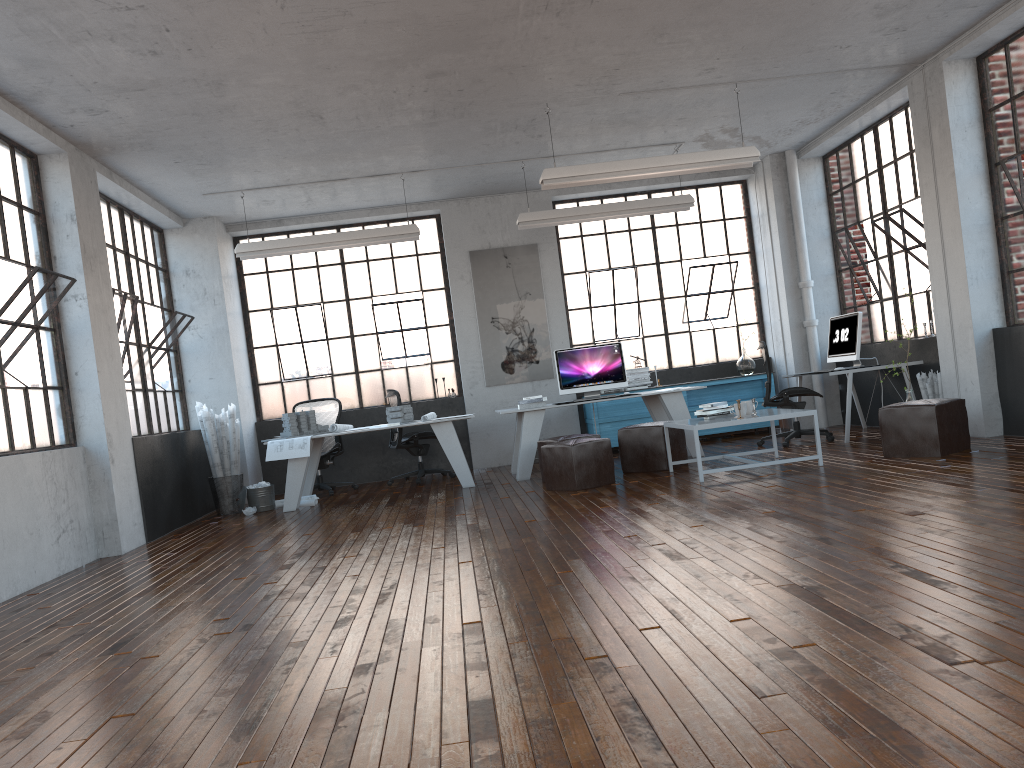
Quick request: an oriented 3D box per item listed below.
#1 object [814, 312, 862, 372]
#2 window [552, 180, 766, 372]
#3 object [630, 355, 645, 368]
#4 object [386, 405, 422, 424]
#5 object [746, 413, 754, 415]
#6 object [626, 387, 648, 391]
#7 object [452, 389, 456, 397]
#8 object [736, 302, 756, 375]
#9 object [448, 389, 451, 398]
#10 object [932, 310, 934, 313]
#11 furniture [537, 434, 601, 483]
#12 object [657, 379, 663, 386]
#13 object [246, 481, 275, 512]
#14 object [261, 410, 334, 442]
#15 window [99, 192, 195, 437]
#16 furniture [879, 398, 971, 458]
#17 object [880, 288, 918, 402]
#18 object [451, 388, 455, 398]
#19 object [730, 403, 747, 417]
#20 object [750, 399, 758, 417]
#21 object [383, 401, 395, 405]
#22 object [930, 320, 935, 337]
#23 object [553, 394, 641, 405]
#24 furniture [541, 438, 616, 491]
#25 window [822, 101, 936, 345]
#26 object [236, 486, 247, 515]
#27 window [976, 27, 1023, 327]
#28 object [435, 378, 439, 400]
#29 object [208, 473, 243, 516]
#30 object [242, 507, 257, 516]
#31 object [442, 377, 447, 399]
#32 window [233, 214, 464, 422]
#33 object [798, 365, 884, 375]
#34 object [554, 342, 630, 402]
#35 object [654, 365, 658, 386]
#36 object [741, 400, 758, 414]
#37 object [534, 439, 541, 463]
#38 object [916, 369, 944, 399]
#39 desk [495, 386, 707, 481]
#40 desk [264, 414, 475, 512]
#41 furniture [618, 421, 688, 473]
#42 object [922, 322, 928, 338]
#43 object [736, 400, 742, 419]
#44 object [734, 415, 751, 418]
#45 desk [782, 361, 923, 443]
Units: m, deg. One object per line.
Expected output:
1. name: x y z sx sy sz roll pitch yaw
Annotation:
1. object: 3.325 -0.420 9.056 0.377 0.553 0.714 -7 0 -3
2. window: 1.869 -1.299 11.195 2.590 2.392 0.669 -7 1 -4
3. object: 1.539 -0.284 10.827 0.092 0.161 0.177 -8 1 -36
4. object: -1.171 0.321 9.272 0.416 0.183 0.388 -7 0 26
5. object: 2.000 0.252 7.486 0.137 0.003 0.137 -7 0 17
6. object: 1.489 0.057 10.633 0.253 0.014 0.187 -7 0 -4
7. object: -0.719 0.116 10.967 0.058 0.102 0.032 -7 1 31
8. object: 2.861 -0.579 10.765 0.231 0.940 0.434 -8 1 -23
9. object: -0.773 0.115 10.946 0.032 0.117 0.058 -8 1 -43
10. object: 4.031 -0.583 8.429 0.084 0.257 0.084 -7 1 18
11. furniture: 0.546 0.695 8.239 0.479 0.439 0.481 -7 0 -25
12. object: 1.786 -0.015 10.773 0.088 0.085 0.088 -7 0 0
13. object: -2.554 1.140 9.017 0.291 0.294 0.290 -7 1 37
14. object: -2.165 0.390 9.137 0.434 0.306 0.734 -7 0 41
15. window: -3.701 -0.609 8.705 0.669 2.392 2.590 -7 0 -4
16. furniture: 3.231 0.354 6.949 0.502 0.461 0.503 -7 0 -37
17. object: 3.292 -0.146 7.454 0.331 1.340 0.617 -7 1 32
18. object: -0.728 0.109 10.892 0.058 0.117 0.032 -7 1 10
19. object: 1.856 0.214 7.248 0.129 0.109 0.100 -7 0 4
20. object: 1.927 0.185 7.053 0.055 0.153 0.055 -8 1 -27
21. object: -1.505 0.205 10.873 0.124 0.100 0.124 -7 0 18
22. object: 4.034 -0.531 8.517 0.066 0.160 0.065 -7 1 27
23. object: 0.861 0.158 9.134 0.848 0.008 0.687 -7 0 -3
24. furniture: 0.568 0.692 7.625 0.470 0.431 0.472 -7 0 -35
25. window: 3.923 -1.572 9.241 0.669 2.392 2.590 -7 0 -4
26. object: -2.721 1.172 8.916 0.107 0.281 0.293 -8 1 -31
27. window: 4.145 -1.620 6.170 0.669 2.392 2.590 -7 0 -4
28. object: -0.921 0.062 10.925 0.085 0.260 0.085 -8 1 -41
29. object: -2.929 1.140 9.148 0.354 0.398 0.354 -7 1 2
30. object: -2.588 1.254 8.742 0.135 0.084 0.108 -7 0 -14
31. object: -0.827 0.050 10.916 0.085 0.260 0.085 -8 1 -41
32. window: -1.997 -0.811 10.920 2.590 2.392 0.669 -7 1 -4
33. object: 3.357 -0.139 9.064 0.687 0.008 0.848 -7 0 -3
34. object: 0.827 -0.123 9.131 0.714 0.553 0.377 -7 1 -2
35. object: 1.782 -0.100 10.939 0.084 0.257 0.084 -8 1 -27
36. object: 2.005 0.197 7.486 0.129 0.109 0.100 -7 0 4
37. object: 0.259 0.787 10.638 0.293 0.308 0.292 -7 1 24
38. object: 3.934 0.149 8.178 0.293 0.628 0.274 -6 1 38
39. desk: 0.922 0.503 9.306 2.076 0.704 1.075 -7 0 -4
40. desk: -1.375 0.790 9.142 2.056 0.698 1.064 -7 0 -4
41. furniture: 1.318 0.587 8.295 0.503 0.461 0.502 -7 0 34
42. object: 3.992 -0.522 8.562 0.055 0.153 0.055 -8 1 -45
43. object: 1.816 0.201 7.076 0.053 0.148 0.052 -6 1 37
44. object: 1.885 0.266 7.247 0.137 0.003 0.137 -7 0 17
45. desk: 3.474 0.185 9.075 0.933 0.688 1.226 -7 0 -4
